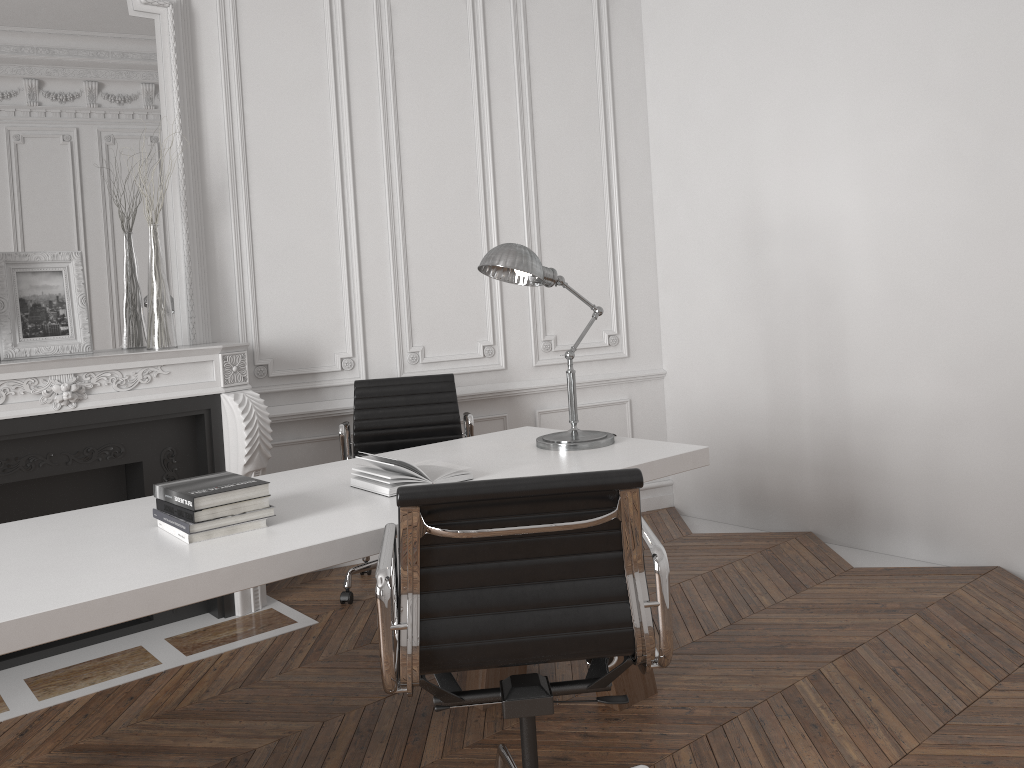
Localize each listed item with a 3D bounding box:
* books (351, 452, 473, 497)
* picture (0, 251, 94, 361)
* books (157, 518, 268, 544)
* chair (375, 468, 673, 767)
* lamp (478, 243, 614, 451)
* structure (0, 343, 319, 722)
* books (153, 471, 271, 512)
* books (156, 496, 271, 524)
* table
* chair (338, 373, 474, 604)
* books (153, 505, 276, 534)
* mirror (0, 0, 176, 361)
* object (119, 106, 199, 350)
[{"bbox_3d":[-0.292,0.238,2.554,0.280,0.095,0.226,-8,6,-37],"label":"books"},{"bbox_3d":[-1.908,-0.325,3.597,0.341,0.434,0.095,-6,2,-39],"label":"picture"},{"bbox_3d":[-0.739,0.341,2.176,0.192,0.022,0.242,-8,7,-37],"label":"books"},{"bbox_3d":[0.023,0.614,1.973,0.694,0.922,0.669,-4,3,-13],"label":"chair"},{"bbox_3d":[0.130,-0.131,2.990,0.490,0.698,0.268,-6,3,-39],"label":"lamp"},{"bbox_3d":[-1.690,0.494,3.369,1.611,1.182,0.808,-7,4,-39],"label":"structure"},{"bbox_3d":[-0.744,0.262,2.186,0.192,0.032,0.258,-8,7,-41],"label":"books"},{"bbox_3d":[-0.737,0.292,2.178,0.191,0.028,0.239,-8,7,-41],"label":"books"},{"bbox_3d":[-0.638,0.703,2.361,2.632,0.748,0.900,-8,6,-39],"label":"table"},{"bbox_3d":[-0.451,0.451,3.935,0.694,0.922,0.669,-4,3,-15],"label":"chair"},{"bbox_3d":[-0.739,0.317,2.188,0.212,0.022,0.258,-8,7,-39],"label":"books"},{"bbox_3d":[-1.992,-0.969,3.601,1.126,1.811,0.001,-5,2,-39],"label":"mirror"},{"bbox_3d":[-1.481,-0.680,3.791,0.289,1.052,0.296,-4,1,-1],"label":"object"}]
